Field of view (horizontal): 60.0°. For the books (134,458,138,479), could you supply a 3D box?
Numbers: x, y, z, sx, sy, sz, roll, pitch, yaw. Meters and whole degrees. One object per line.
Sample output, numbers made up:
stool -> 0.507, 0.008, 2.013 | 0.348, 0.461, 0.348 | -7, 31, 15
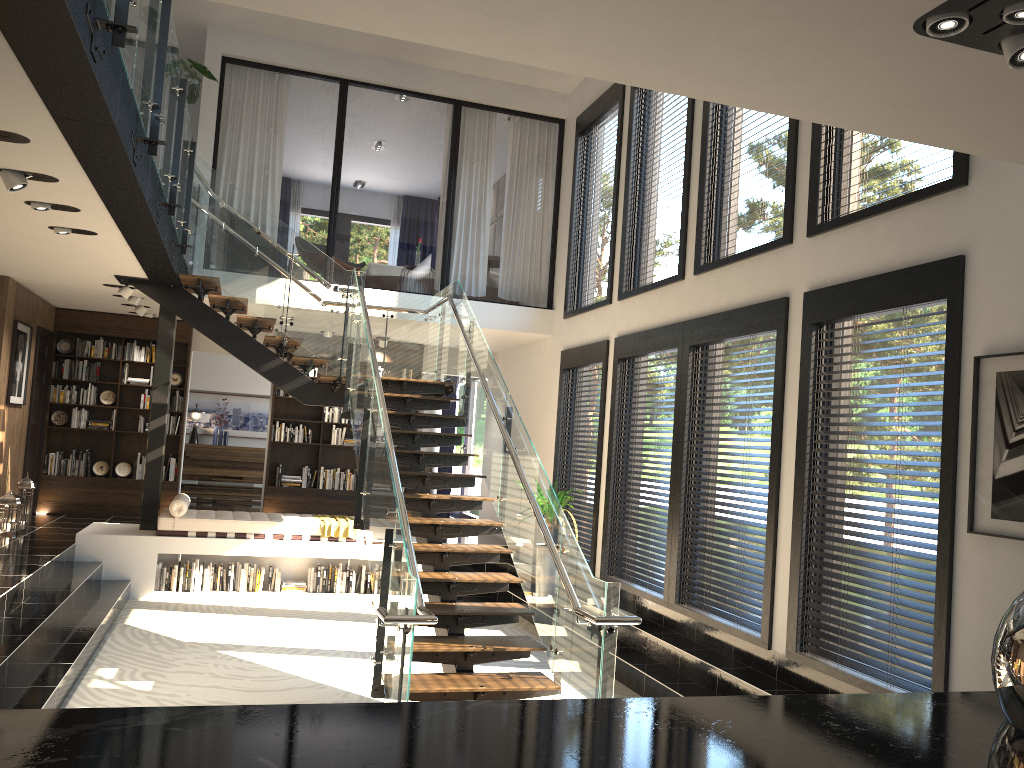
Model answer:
books -> -5.056, 1.141, 11.950 | 0.024, 0.278, 0.135 | 5, -4, -17

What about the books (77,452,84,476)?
books -> -5.711, 1.058, 11.736 | 0.016, 0.322, 0.219 | 5, -4, -17

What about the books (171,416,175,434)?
books -> -4.625, 0.561, 12.130 | 0.038, 0.257, 0.138 | 5, -4, -17

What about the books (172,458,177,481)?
books -> -4.598, 1.166, 12.068 | 0.029, 0.306, 0.149 | 5, -4, -17

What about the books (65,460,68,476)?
books -> -5.866, 1.104, 11.709 | 0.029, 0.206, 0.167 | 5, -4, -17

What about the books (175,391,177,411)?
books -> -4.579, 0.233, 12.101 | 0.018, 0.278, 0.114 | 5, -4, -17

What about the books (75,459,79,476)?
books -> -5.745, 1.107, 11.745 | 0.036, 0.222, 0.174 | 5, -4, -17

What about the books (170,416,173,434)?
books -> -4.638, 0.562, 12.082 | 0.014, 0.246, 0.192 | 5, -4, -17

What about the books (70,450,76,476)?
books -> -5.787, 1.041, 11.695 | 0.016, 0.340, 0.217 | 5, -4, -17

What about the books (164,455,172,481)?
books -> -4.676, 1.135, 12.048 | 0.065, 0.353, 0.164 | 5, -4, -17

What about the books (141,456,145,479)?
books -> -4.986, 1.127, 11.974 | 0.019, 0.317, 0.122 | 5, -4, -17

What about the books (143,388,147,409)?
books -> -4.960, 0.198, 11.996 | 0.025, 0.280, 0.145 | 5, -4, -17

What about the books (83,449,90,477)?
books -> -5.630, 1.047, 11.738 | 0.019, 0.356, 0.235 | 5, -4, -17

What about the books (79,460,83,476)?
books -> -5.698, 1.118, 11.759 | 0.033, 0.208, 0.192 | 5, -4, -17

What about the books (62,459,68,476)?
books -> -5.882, 1.095, 11.676 | 0.021, 0.217, 0.220 | 5, -4, -17

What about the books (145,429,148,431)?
books -> -4.834, 0.634, 12.034 | 0.271, 0.028, 0.174 | 6, -4, -21

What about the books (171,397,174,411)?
books -> -4.623, 0.274, 12.089 | 0.026, 0.190, 0.121 | 5, -4, -17

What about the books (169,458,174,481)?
books -> -4.631, 1.160, 12.066 | 0.035, 0.314, 0.168 | 5, -4, -17

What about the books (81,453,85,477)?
books -> -5.660, 1.072, 11.752 | 0.027, 0.304, 0.204 | 5, -4, -17

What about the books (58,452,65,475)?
books -> -5.939, 1.048, 11.688 | 0.020, 0.304, 0.189 | 5, -4, -17

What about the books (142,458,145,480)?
books -> -4.969, 1.143, 11.980 | 0.019, 0.289, 0.145 | 5, -4, -17

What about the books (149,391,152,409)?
books -> -4.873, 0.218, 11.993 | 0.021, 0.253, 0.167 | 5, -4, -17

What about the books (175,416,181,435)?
books -> -4.556, 0.565, 12.096 | 0.047, 0.253, 0.210 | 5, -4, -17

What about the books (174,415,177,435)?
books -> -4.586, 0.556, 12.092 | 0.013, 0.267, 0.177 | 5, -4, -17

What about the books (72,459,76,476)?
books -> -5.779, 1.103, 11.735 | 0.034, 0.223, 0.209 | 5, -4, -17

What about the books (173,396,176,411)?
books -> -4.595, 0.265, 12.079 | 0.020, 0.208, 0.147 | 5, -4, -17

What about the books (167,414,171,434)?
books -> -4.676, 0.543, 12.081 | 0.014, 0.279, 0.202 | 5, -4, -17

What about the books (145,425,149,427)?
books -> -4.835, 0.581, 12.051 | 0.266, 0.019, 0.157 | 5, -4, -15

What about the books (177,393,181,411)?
books -> -4.548, 0.252, 12.114 | 0.018, 0.246, 0.144 | 5, -4, -17

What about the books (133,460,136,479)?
books -> -5.081, 1.156, 11.950 | 0.023, 0.244, 0.135 | 5, -4, -17

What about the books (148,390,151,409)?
books -> -4.892, 0.217, 11.996 | 0.014, 0.253, 0.169 | 5, -4, -17

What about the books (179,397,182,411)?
books -> -4.528, 0.277, 12.111 | 0.023, 0.200, 0.121 | 5, -4, -17

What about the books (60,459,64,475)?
books -> -5.922, 1.097, 11.713 | 0.035, 0.212, 0.159 | 5, -4, -17

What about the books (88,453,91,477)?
books -> -5.609, 1.071, 11.768 | 0.042, 0.315, 0.193 | 5, -4, -17

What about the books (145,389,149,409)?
books -> -4.934, 0.204, 11.985 | 0.019, 0.272, 0.176 | 5, -4, -17

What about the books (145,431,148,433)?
books -> -4.839, 0.658, 12.043 | 0.245, 0.021, 0.159 | 5, -4, -15

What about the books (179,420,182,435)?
books -> -4.534, 0.594, 12.133 | 0.021, 0.204, 0.169 | 5, -4, -17

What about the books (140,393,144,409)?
books -> -4.993, 0.231, 11.993 | 0.033, 0.211, 0.132 | 5, -4, -17

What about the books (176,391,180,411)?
books -> -4.557, 0.234, 12.088 | 0.016, 0.278, 0.202 | 5, -4, -17

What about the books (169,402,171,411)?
books -> -4.667, 0.267, 12.086 | 0.060, 0.196, 0.119 | 5, -4, -17

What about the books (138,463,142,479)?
books -> -5.014, 1.176, 11.964 | 0.034, 0.214, 0.105 | 5, -4, -17

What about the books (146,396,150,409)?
books -> -4.916, 0.251, 11.994 | 0.028, 0.180, 0.130 | 5, -4, -17

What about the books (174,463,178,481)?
books -> -4.576, 1.199, 12.085 | 0.029, 0.247, 0.139 | 5, -4, -17

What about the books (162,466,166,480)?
books -> -4.735, 1.211, 12.055 | 0.032, 0.195, 0.134 | 5, -4, -17

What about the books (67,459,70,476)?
books -> -5.836, 1.098, 11.708 | 0.026, 0.222, 0.209 | 5, -4, -17

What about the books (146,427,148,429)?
books -> -4.835, 0.605, 12.044 | 0.263, 0.030, 0.159 | 5, -4, -20

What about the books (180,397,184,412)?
books -> -4.500, 0.280, 12.103 | 0.026, 0.195, 0.170 | 5, -4, -17

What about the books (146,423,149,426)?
books -> -4.836, 0.557, 12.061 | 0.239, 0.031, 0.147 | 5, -4, -17

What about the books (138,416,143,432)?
books -> -5.024, 0.541, 11.996 | 0.028, 0.224, 0.161 | 5, -4, -17

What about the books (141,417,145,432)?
books -> -4.986, 0.551, 11.977 | 0.036, 0.206, 0.215 | 5, -4, -17

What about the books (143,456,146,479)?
books -> -4.945, 1.128, 11.971 | 0.019, 0.320, 0.161 | 5, -4, -17

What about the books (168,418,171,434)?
books -> -4.666, 0.572, 12.107 | 0.024, 0.226, 0.141 | 5, -4, -17

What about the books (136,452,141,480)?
books -> -5.021, 1.100, 11.918 | 0.017, 0.359, 0.190 | 5, -4, -17

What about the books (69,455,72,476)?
books -> -5.810, 1.069, 11.705 | 0.017, 0.282, 0.232 | 5, -4, -17
